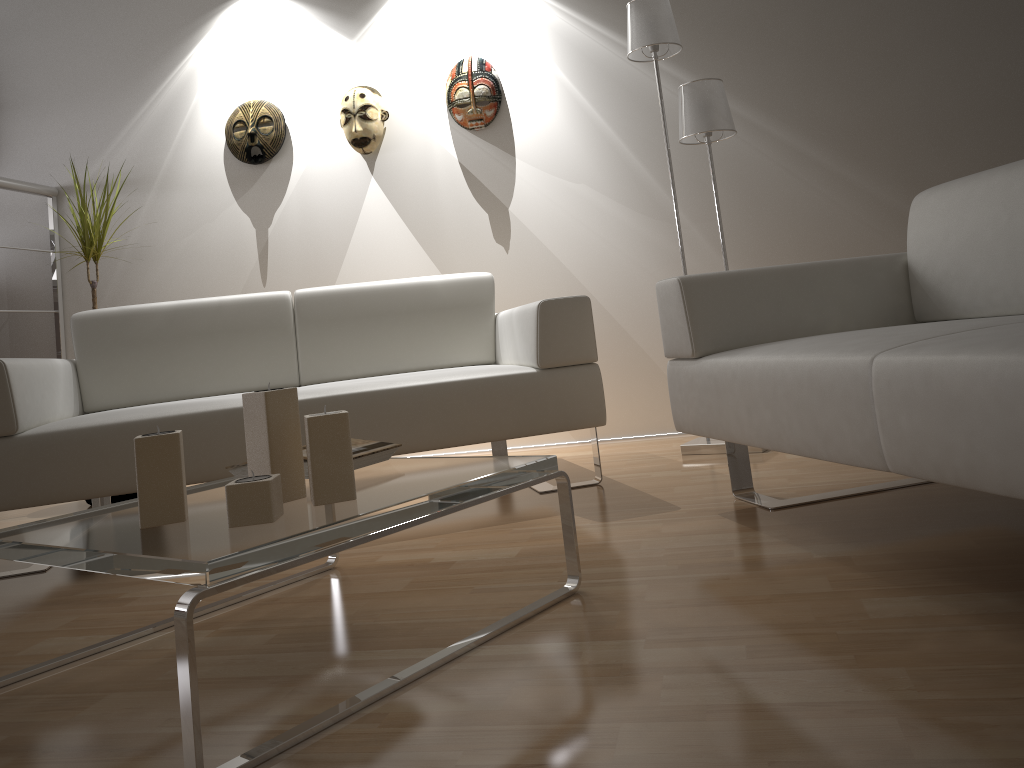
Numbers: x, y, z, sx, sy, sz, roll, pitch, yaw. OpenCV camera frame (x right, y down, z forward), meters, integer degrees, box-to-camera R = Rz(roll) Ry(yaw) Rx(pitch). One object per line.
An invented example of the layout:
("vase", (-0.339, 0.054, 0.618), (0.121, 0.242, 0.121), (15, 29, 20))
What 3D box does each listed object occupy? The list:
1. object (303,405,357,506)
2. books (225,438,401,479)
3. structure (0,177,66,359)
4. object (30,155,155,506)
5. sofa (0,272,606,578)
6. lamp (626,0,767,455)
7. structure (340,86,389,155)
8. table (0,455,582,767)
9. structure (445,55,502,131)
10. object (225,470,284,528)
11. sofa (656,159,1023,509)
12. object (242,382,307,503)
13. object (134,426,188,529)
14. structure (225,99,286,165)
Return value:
("object", (-0.292, 0.109, 1.399), (0.067, 0.153, 0.066), (-5, -5, -17))
("books", (-0.403, 0.150, 1.789), (0.289, 0.056, 0.204), (-5, 3, 28))
("structure", (-2.522, -0.383, 3.250), (0.057, 1.059, 2.320), (-8, 1, 13))
("object", (-1.757, -0.249, 3.695), (0.436, 1.494, 0.500), (-9, -6, 26))
("sofa", (-0.690, 0.038, 2.839), (1.788, 0.749, 0.896), (-7, -1, -12))
("lamp", (0.672, -0.605, 3.168), (0.360, 1.693, 0.208), (-10, -7, 32))
("structure", (-0.699, -1.220, 4.015), (0.242, 0.333, 0.129), (-7, -5, 13))
("table", (-0.399, 0.318, 1.525), (0.693, 0.252, 0.799), (-5, 2, 38))
("structure", (-0.183, -1.318, 3.937), (0.263, 0.359, 0.074), (-7, -6, 12))
("object", (-0.378, 0.164, 1.286), (0.067, 0.075, 0.066), (-7, -2, -2))
("sofa", (1.011, -0.094, 1.516), (0.909, 0.746, 1.766), (-6, 1, -12))
("object", (-0.397, 0.096, 1.459), (0.066, 0.199, 0.067), (-11, -7, 38))
("object", (-0.552, 0.141, 1.379), (0.067, 0.153, 0.066), (-5, -5, -17))
("structure", (-1.233, -1.202, 4.161), (0.315, 0.320, 0.068), (-7, -6, 12))
